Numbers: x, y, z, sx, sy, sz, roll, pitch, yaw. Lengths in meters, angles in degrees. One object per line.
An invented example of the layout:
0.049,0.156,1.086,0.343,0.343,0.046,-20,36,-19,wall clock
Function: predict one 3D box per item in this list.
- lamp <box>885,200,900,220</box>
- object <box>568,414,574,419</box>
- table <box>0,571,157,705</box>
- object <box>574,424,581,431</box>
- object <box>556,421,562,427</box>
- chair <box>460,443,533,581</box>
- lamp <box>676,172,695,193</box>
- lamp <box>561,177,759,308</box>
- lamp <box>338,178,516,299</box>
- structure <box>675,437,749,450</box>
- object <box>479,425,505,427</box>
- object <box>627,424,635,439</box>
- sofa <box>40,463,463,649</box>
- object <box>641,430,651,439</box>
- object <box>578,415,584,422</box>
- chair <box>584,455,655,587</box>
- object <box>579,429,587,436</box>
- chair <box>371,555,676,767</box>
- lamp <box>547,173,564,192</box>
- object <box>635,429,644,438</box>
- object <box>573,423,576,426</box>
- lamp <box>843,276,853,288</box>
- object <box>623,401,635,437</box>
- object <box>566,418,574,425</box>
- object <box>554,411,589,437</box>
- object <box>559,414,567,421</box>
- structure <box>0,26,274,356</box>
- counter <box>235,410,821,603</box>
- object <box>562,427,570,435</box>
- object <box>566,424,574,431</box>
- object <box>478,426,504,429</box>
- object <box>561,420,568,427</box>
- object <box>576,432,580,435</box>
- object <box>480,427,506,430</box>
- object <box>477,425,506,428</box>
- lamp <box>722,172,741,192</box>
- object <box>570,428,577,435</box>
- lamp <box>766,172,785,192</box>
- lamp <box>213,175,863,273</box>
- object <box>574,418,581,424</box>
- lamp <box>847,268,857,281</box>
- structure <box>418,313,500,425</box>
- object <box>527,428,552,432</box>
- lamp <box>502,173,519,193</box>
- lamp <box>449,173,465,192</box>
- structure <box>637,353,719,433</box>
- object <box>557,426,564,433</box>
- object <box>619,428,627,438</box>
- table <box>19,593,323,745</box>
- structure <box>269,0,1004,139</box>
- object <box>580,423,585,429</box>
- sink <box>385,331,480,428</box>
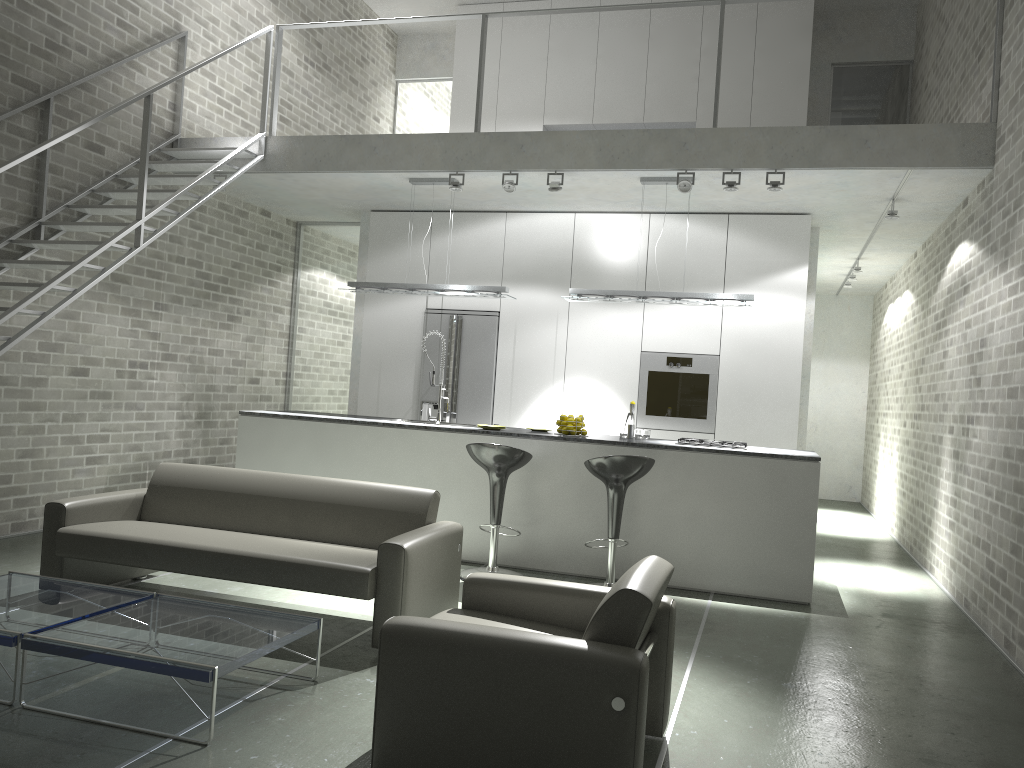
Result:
3.023,-1.381,7.044,0.109,0.132,0.109,4,-1,-32,lamp
0.443,0.254,6.665,0.051,0.053,0.063,4,0,8,object
-2.114,1.040,3.752,0.820,0.270,0.800,4,0,16,table
0.486,0.322,6.607,0.061,0.055,0.051,4,0,-14,object
0.361,0.296,6.688,0.053,0.051,0.063,4,0,-25,object
-0.107,0.859,6.012,0.457,0.931,0.464,4,0,30,chair
1.278,-1.489,6.543,0.131,0.154,0.098,4,0,16,lamp
1.170,-1.107,6.860,1.490,0.964,0.290,4,0,16,lamp
-0.685,-1.226,7.403,1.490,0.964,0.290,4,0,16,lamp
1.465,0.432,6.473,0.500,0.038,0.500,4,0,16,structure
-0.152,0.323,6.684,0.217,0.017,0.216,4,-1,-41,object
0.909,0.363,6.781,0.060,0.106,0.060,4,0,10,object
-1.400,0.871,4.801,2.114,0.717,0.902,4,0,16,sofa
1.033,0.390,6.844,0.064,0.070,0.063,4,0,24,object
0.518,0.261,6.675,0.050,0.060,0.059,4,0,6,object
0.668,0.908,5.749,0.457,0.931,0.464,4,0,-3,chair
0.535,0.361,6.635,0.062,0.052,0.053,4,-1,-44,object
0.067,0.956,3.113,0.910,0.717,0.963,4,0,16,chair
0.335,-1.551,6.848,0.115,0.151,0.115,4,-1,-31,lamp
0.993,0.388,6.927,0.064,0.070,0.063,4,-1,-36,object
0.465,0.317,6.629,0.051,0.053,0.062,4,0,14,object
4.187,-1.271,11.044,0.109,0.135,0.109,4,-1,-32,lamp
0.926,0.273,6.791,0.088,0.288,0.101,4,-1,-44,object
0.433,0.280,6.597,0.061,0.052,0.053,4,0,19,object
0.450,0.298,6.663,0.189,0.174,0.207,4,0,-29,object
0.384,0.254,6.652,0.053,0.051,0.063,4,-1,-36,object
-3.202,-1.010,5.558,0.902,4.246,4.345,4,0,16,structure
0.023,0.839,6.886,4.400,0.960,0.900,4,0,16,counter
0.406,0.351,6.623,0.064,0.063,0.074,4,0,27,object
0.427,0.325,6.571,0.061,0.054,0.052,4,0,-17,object
-0.153,0.332,6.684,0.217,0.017,0.216,4,-1,-41,object
0.397,0.299,6.638,0.062,0.053,0.052,4,0,-22,object
0.487,0.360,6.671,0.061,0.055,0.050,4,-1,-38,object
-0.153,0.337,6.684,0.217,0.017,0.216,4,-1,-41,object
-0.152,0.327,6.684,0.217,0.017,0.216,4,-1,-41,object
1.599,-1.478,6.467,0.109,0.135,0.109,4,0,-26,lamp
0.457,0.356,6.596,0.051,0.053,0.063,4,0,14,object
1.894,-1.459,6.381,0.109,0.135,0.109,4,0,-26,lamp
0.656,-1.523,8.761,6.854,0.136,0.110,4,0,-19,lamp
0.490,0.272,6.614,0.051,0.053,0.063,4,0,19,object
4.015,-1.289,10.453,0.109,0.132,0.109,4,-1,-32,lamp
-0.543,0.283,8.592,0.743,1.900,0.160,4,0,16,structure
0.218,0.364,6.998,0.216,0.017,0.217,3,-1,42,object
-0.018,-1.574,6.929,0.115,0.151,0.115,4,-1,-31,lamp
-0.443,-1.609,7.062,0.109,0.136,0.109,4,-1,-32,lamp
1.488,0.076,7.979,0.692,0.680,0.036,4,0,16,structure
0.368,0.343,6.671,0.060,0.057,0.052,4,0,8,object
0.870,0.379,6.887,0.064,0.070,0.063,4,-1,-36,object
-1.311,1.091,3.516,0.820,0.270,0.800,4,0,16,table
0.637,-2.392,6.778,5.560,0.972,0.070,4,0,16,structure
0.522,0.310,6.656,0.061,0.054,0.053,4,-1,-38,object
-0.535,0.094,7.185,0.987,1.023,0.546,4,0,16,sink
